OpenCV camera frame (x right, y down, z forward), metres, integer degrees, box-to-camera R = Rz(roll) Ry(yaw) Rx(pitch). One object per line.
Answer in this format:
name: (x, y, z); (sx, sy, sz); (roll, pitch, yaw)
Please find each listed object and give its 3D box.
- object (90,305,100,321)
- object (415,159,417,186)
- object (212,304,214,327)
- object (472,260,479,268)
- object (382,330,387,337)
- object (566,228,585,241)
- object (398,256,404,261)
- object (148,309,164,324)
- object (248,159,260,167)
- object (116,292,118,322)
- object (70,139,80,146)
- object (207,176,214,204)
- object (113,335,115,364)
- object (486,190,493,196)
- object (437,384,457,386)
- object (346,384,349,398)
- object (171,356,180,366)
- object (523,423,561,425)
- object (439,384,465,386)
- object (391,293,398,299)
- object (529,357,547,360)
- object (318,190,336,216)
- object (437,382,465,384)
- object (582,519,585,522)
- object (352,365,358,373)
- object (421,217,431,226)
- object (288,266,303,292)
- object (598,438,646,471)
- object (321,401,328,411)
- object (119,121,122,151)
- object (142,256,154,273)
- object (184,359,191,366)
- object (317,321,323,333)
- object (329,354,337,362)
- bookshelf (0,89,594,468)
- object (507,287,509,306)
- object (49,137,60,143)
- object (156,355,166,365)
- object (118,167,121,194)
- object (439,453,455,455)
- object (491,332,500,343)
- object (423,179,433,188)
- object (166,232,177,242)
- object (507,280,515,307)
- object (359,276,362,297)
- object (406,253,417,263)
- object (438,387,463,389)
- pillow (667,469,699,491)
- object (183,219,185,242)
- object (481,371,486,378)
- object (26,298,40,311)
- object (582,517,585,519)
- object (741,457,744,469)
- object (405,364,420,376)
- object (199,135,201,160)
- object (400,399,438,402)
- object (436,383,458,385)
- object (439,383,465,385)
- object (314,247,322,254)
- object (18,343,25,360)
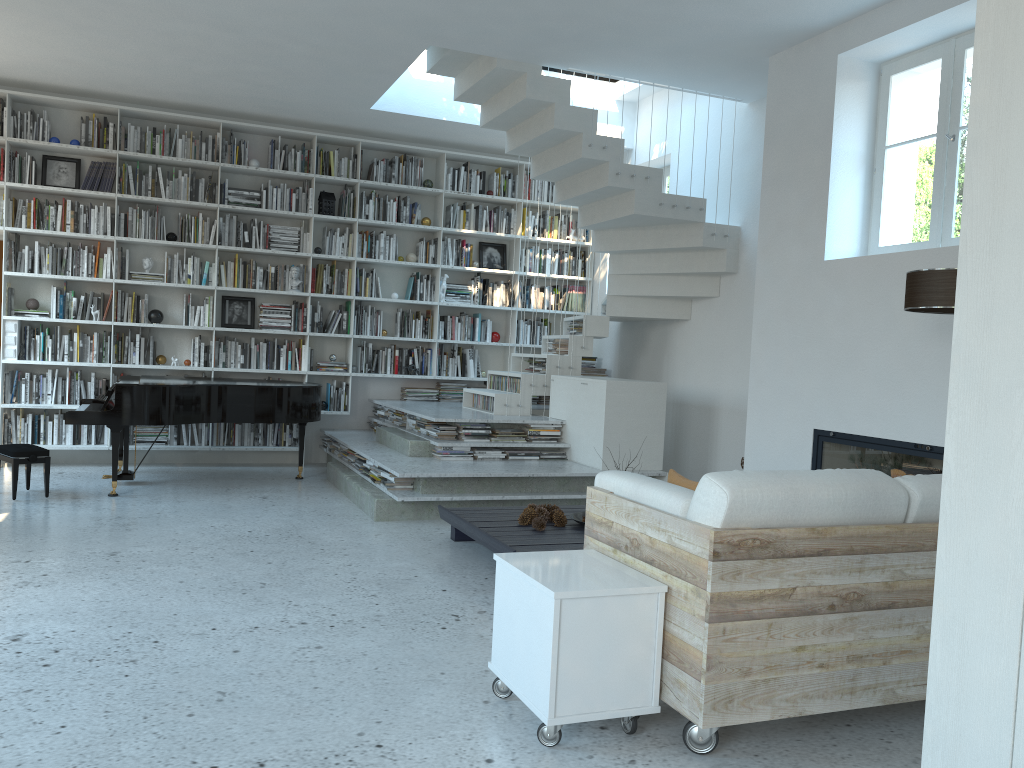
object: (-3.613, -0.616, 7.680); (0.081, 0.140, 0.044); (1, 3, -38)
object: (-0.968, -2.076, 8.813); (0.006, 0.298, 0.129); (2, 3, -22)
object: (-2.775, -0.631, 8.208); (0.017, 0.216, 0.103); (2, 3, -22)
object: (-0.385, -1.217, 9.063); (0.091, 0.092, 0.091); (4, 3, 27)
object: (-1.269, -0.503, 8.775); (0.071, 0.072, 0.071); (4, 3, 27)
object: (0.670, -1.565, 9.355); (0.203, 0.137, 0.095); (3, 2, -6)
object: (-1.104, -1.231, 8.779); (0.068, 0.068, 0.068); (1, 3, -44)
object: (-3.210, -0.605, 7.991); (0.133, 0.135, 0.134); (4, 3, 27)
object: (-2.387, -2.029, 8.200); (0.105, 0.106, 0.104); (1, 3, -44)
object: (-3.518, -0.685, 7.903); (0.012, 0.270, 0.130); (2, 3, -22)
object: (-3.772, -2.069, 7.656); (0.082, 0.083, 0.082); (1, 3, -44)
object: (-2.712, -1.745, 7.984); (0.075, 0.255, 0.075); (0, 4, -43)
object: (-3.543, -0.312, 7.905); (0.012, 0.254, 0.160); (2, 3, -22)
object: (-0.224, -1.932, 9.013); (0.071, 0.072, 0.071); (4, 3, 27)
object: (-0.624, 0.013, 9.094); (0.254, 0.006, 0.160); (2, 2, -22)
object: (-1.601, 0.132, 8.616); (0.011, 0.260, 0.141); (2, 3, -22)
object: (-3.046, -0.210, 8.024); (0.060, 0.095, 0.078); (3, 2, -5)
object: (0.233, 0.312, 7.223); (0.284, 0.030, 0.177); (2, 2, -22)
object: (-0.624, 0.007, 9.093); (0.254, 0.006, 0.160); (2, 2, -22)
object: (-1.158, -0.866, 8.758); (0.071, 0.072, 0.071); (4, 3, 27)
object: (0.265, -0.239, 8.346); (0.161, 0.025, 0.174); (2, 2, -18)
object: (-1.762, -1.710, 8.438); (0.135, 0.248, 0.135); (1, 3, -32)
object: (-0.619, -0.008, 9.082); (0.285, 0.005, 0.159); (2, 2, -17)
object: (0.422, 0.797, 5.163); (0.026, 0.027, 0.030); (4, 3, 35)
object: (-1.546, -0.148, 8.683); (0.071, 0.072, 0.071); (4, 3, 27)
object: (-0.852, -1.603, 8.792); (0.100, 0.102, 0.100); (1, 3, -44)
object: (-2.032, -0.979, 8.310); (0.138, 0.244, 0.137); (5, 3, 34)
object: (0.600, 0.560, 5.060); (0.309, 0.522, 0.435); (3, 2, 8)
object: (-1.814, 0.208, 8.500); (0.093, 0.095, 0.093); (4, 3, 27)
object: (-3.451, -2.160, 7.819); (0.012, 0.285, 0.159); (2, 3, -22)
object: (-3.271, -1.071, 7.958); (0.095, 0.157, 0.121); (3, 2, -8)
object: (-2.958, -0.193, 8.085); (0.061, 0.062, 0.061); (4, 3, 27)
object: (-1.817, -0.538, 8.399); (0.054, 0.113, 0.079); (2, 3, -23)
object: (-1.720, -0.252, 8.522); (0.071, 0.072, 0.071); (4, 3, 27)
bookshelf: (-2.143, -0.774, 8.361); (6.297, 3.144, 0.330); (2, 3, -22)
object: (-0.063, -0.898, 9.241); (0.022, 0.212, 0.178); (2, 3, -22)
object: (-3.917, -2.074, 7.598); (0.082, 0.083, 0.082); (1, 3, -44)
object: (-3.181, -0.217, 8.040); (0.091, 0.092, 0.091); (1, 3, -44)
object: (-3.469, -1.778, 7.836); (0.012, 0.254, 0.160); (2, 3, -22)
object: (-0.466, 0.534, 6.844); (0.204, 0.004, 0.139); (2, 2, -19)
object: (-0.180, -0.485, 9.198); (0.115, 0.116, 0.115); (1, 3, -44)
object: (-0.831, -1.971, 8.769); (0.104, 0.105, 0.104); (4, 3, 27)
object: (-3.065, -1.316, 7.981); (0.097, 0.098, 0.097); (4, 3, 27)
object: (-0.011, -0.926, 9.110); (0.087, 0.288, 0.075); (3, 3, 13)
object: (-1.496, -0.948, 8.674); (0.013, 0.208, 0.140); (2, 3, -22)
object: (-1.004, -1.250, 8.843); (0.111, 0.113, 0.111); (1, 3, -44)
object: (-0.628, 0.040, 9.094); (0.254, 0.006, 0.160); (2, 2, -22)
pillow: (0.653, 0.475, 3.019); (0.200, 0.339, 0.462); (2, 3, -28)
object: (-2.987, -1.380, 8.062); (0.010, 0.225, 0.142); (2, 3, -22)
object: (-0.304, -0.103, 9.199); (0.071, 0.072, 0.071); (4, 3, 27)
object: (-4.121, -0.683, 7.623); (0.105, 0.106, 0.105); (1, 3, -44)
object: (0.429, 0.792, 5.205); (0.035, 0.035, 0.030); (2, 3, -24)
object: (1.727, 0.567, 5.998); (0.096, 0.094, 0.442); (2, 2, -25)
object: (-0.983, -0.141, 8.750); (0.160, 0.114, 0.064); (1, 3, -34)
object: (-2.844, -2.118, 8.061); (0.010, 0.247, 0.157); (2, 3, -22)
object: (-0.940, 0.166, 8.964); (0.346, 0.007, 0.193); (2, 2, -27)
object: (-0.624, 0.002, 9.094); (0.285, 0.005, 0.159); (2, 2, -22)
object: (-0.623, -0.003, 9.091); (0.254, 0.006, 0.160); (2, 2, -21)
object: (-1.840, -1.262, 8.406); (0.071, 0.072, 0.071); (4, 3, 27)
object: (-4.155, -0.273, 7.508); (0.045, 0.146, 0.045); (4, 3, 17)
